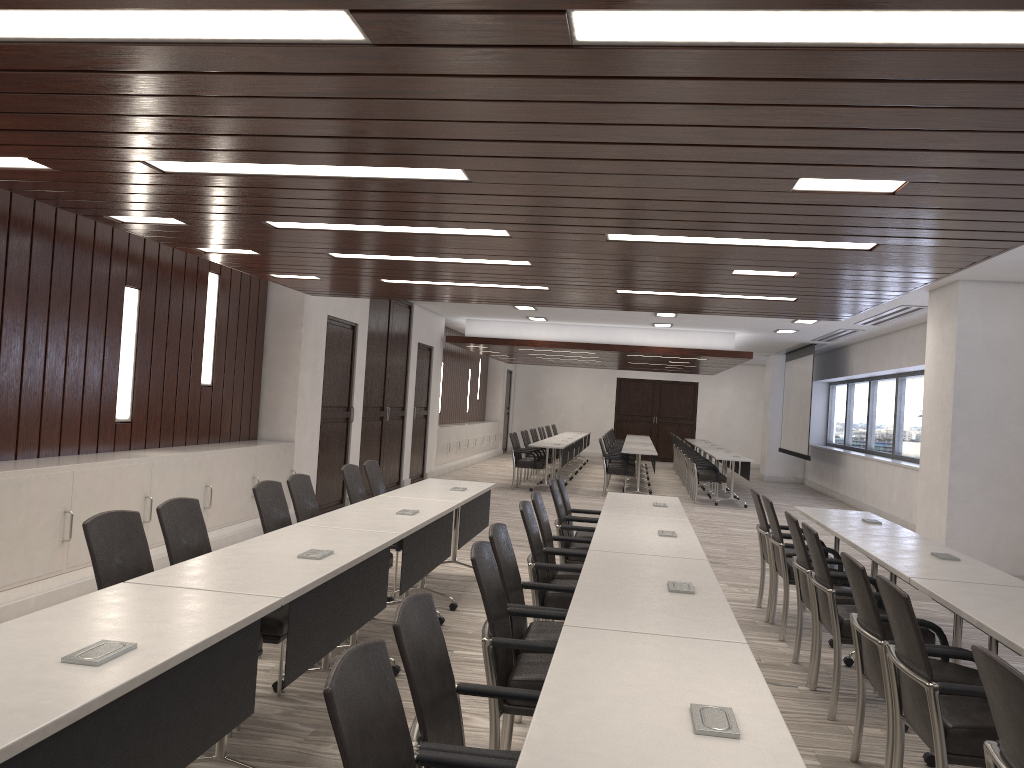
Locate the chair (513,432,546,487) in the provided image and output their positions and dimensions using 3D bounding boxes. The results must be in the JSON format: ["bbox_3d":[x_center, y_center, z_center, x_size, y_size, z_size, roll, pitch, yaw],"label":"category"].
[{"bbox_3d":[0.309,1.330,15.577,0.638,0.939,0.513,3,-1,7],"label":"chair"}]

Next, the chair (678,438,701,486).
[{"bbox_3d":[3.705,1.592,18.170,0.638,0.939,0.513,3,-1,9],"label":"chair"}]

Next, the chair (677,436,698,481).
[{"bbox_3d":[3.852,1.619,19.154,0.638,0.939,0.513,3,-1,8],"label":"chair"}]

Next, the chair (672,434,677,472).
[{"bbox_3d":[4.128,1.674,21.192,0.638,0.939,0.513,3,-1,8],"label":"chair"}]

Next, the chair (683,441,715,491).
[{"bbox_3d":[3.509,1.552,16.668,0.638,0.939,0.513,3,-1,7],"label":"chair"}]

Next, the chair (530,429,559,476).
[{"bbox_3d":[0.651,1.397,18.067,0.638,0.939,0.513,3,-1,9],"label":"chair"}]

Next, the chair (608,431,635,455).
[{"bbox_3d":[2.446,1.544,19.890,0.638,0.939,0.513,3,-1,8],"label":"chair"}]

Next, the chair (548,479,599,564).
[{"bbox_3d":[0.550,1.175,6.355,0.638,0.939,0.513,3,-1,7],"label":"chair"}]

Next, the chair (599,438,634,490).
[{"bbox_3d":[1.803,1.420,15.377,0.638,0.939,0.513,3,-1,7],"label":"chair"}]

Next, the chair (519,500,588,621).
[{"bbox_3d":[0.331,1.133,4.845,0.638,0.939,0.513,3,-1,8],"label":"chair"}]

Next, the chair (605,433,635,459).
[{"bbox_3d":[2.225,1.502,18.375,0.638,0.939,0.513,3,-1,9],"label":"chair"}]

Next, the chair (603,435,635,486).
[{"bbox_3d":[2.027,1.462,16.870,0.638,0.939,0.513,3,-1,8],"label":"chair"}]

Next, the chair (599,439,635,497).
[{"bbox_3d":[1.741,1.407,14.847,0.638,0.939,0.513,3,-1,8],"label":"chair"}]

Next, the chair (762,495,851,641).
[{"bbox_3d":[2.039,1.265,6.146,0.638,0.939,0.513,3,-1,8],"label":"chair"}]

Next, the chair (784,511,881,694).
[{"bbox_3d":[1.896,1.238,5.160,0.638,0.939,0.513,3,-1,8],"label":"chair"}]

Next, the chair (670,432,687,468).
[{"bbox_3d":[4.342,1.716,22.687,0.638,0.939,0.513,3,-1,8],"label":"chair"}]

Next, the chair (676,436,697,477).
[{"bbox_3d":[3.931,1.634,19.673,0.638,0.939,0.513,3,-1,7],"label":"chair"}]

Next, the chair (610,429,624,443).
[{"bbox_3d":[2.659,1.585,21.394,0.638,0.939,0.513,3,-1,9],"label":"chair"}]

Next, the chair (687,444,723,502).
[{"bbox_3d":[3.282,1.510,15.161,0.638,0.939,0.513,3,-1,8],"label":"chair"}]

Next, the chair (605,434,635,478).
[{"bbox_3d":[2.156,1.488,17.863,0.638,0.939,0.513,3,-1,8],"label":"chair"}]

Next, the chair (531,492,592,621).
[{"bbox_3d":[0.405,1.148,5.363,0.638,0.939,0.513,3,-1,8],"label":"chair"}]

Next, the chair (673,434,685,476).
[{"bbox_3d":[4.052,1.660,20.665,0.638,0.939,0.513,3,-1,7],"label":"chair"}]

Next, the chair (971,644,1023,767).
[{"bbox_3d":[1.470,1.156,2.146,0.638,0.939,0.513,3,-1,7],"label":"chair"}]

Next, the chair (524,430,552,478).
[{"bbox_3d":[0.524,1.371,17.097,0.638,0.939,0.513,3,-1,9],"label":"chair"}]

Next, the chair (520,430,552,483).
[{"bbox_3d":[0.450,1.357,16.569,0.638,0.939,0.513,3,-1,8],"label":"chair"}]

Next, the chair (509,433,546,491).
[{"bbox_3d":[0.246,1.316,15.058,0.638,0.939,0.513,3,-1,9],"label":"chair"}]

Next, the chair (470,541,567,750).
[{"bbox_3d":[0.138,1.094,3.341,0.638,0.939,0.513,3,-1,7],"label":"chair"}]

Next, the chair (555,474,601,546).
[{"bbox_3d":[0.625,1.189,6.877,0.638,0.939,0.513,3,-1,7],"label":"chair"}]

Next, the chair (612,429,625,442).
[{"bbox_3d":[2.801,1.612,22.384,0.638,0.939,0.513,3,-1,8],"label":"chair"}]

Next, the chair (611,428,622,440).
[{"bbox_3d":[2.856,1.625,22.899,0.638,0.939,0.513,3,-1,7],"label":"chair"}]

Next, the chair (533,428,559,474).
[{"bbox_3d":[0.729,1.411,18.580,0.638,0.939,0.513,3,-1,8],"label":"chair"}]

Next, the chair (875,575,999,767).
[{"bbox_3d":[1.617,1.183,3.131,0.638,0.939,0.513,3,-1,8],"label":"chair"}]

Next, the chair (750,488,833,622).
[{"bbox_3d":[2.095,1.278,6.664,0.638,0.939,0.513,3,-1,8],"label":"chair"}]

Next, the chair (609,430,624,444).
[{"bbox_3d":[2.580,1.571,20.881,0.638,0.939,0.513,3,-1,8],"label":"chair"}]

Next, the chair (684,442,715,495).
[{"bbox_3d":[3.420,1.537,16.153,0.638,0.939,0.513,3,-1,9],"label":"chair"}]

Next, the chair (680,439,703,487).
[{"bbox_3d":[3.630,1.578,17.651,0.638,0.939,0.513,3,-1,9],"label":"chair"}]

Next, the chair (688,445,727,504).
[{"bbox_3d":[3.209,1.496,14.643,0.638,0.939,0.513,3,-1,9],"label":"chair"}]

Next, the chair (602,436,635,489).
[{"bbox_3d":[1.954,1.448,16.355,0.638,0.939,0.513,3,-1,7],"label":"chair"}]

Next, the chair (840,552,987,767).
[{"bbox_3d":[1.676,1.197,3.653,0.638,0.939,0.513,3,-1,8],"label":"chair"}]

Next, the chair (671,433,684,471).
[{"bbox_3d":[4.262,1.701,22.172,0.638,0.939,0.513,3,-1,9],"label":"chair"}]

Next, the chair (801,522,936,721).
[{"bbox_3d":[1.829,1.224,4.642,0.638,0.939,0.513,3,-1,8],"label":"chair"}]

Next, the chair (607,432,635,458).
[{"bbox_3d":[2.363,1.529,19.373,0.638,0.939,0.513,3,-1,8],"label":"chair"}]

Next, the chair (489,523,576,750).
[{"bbox_3d":[0.194,1.107,3.869,0.638,0.939,0.513,3,-1,9],"label":"chair"}]
